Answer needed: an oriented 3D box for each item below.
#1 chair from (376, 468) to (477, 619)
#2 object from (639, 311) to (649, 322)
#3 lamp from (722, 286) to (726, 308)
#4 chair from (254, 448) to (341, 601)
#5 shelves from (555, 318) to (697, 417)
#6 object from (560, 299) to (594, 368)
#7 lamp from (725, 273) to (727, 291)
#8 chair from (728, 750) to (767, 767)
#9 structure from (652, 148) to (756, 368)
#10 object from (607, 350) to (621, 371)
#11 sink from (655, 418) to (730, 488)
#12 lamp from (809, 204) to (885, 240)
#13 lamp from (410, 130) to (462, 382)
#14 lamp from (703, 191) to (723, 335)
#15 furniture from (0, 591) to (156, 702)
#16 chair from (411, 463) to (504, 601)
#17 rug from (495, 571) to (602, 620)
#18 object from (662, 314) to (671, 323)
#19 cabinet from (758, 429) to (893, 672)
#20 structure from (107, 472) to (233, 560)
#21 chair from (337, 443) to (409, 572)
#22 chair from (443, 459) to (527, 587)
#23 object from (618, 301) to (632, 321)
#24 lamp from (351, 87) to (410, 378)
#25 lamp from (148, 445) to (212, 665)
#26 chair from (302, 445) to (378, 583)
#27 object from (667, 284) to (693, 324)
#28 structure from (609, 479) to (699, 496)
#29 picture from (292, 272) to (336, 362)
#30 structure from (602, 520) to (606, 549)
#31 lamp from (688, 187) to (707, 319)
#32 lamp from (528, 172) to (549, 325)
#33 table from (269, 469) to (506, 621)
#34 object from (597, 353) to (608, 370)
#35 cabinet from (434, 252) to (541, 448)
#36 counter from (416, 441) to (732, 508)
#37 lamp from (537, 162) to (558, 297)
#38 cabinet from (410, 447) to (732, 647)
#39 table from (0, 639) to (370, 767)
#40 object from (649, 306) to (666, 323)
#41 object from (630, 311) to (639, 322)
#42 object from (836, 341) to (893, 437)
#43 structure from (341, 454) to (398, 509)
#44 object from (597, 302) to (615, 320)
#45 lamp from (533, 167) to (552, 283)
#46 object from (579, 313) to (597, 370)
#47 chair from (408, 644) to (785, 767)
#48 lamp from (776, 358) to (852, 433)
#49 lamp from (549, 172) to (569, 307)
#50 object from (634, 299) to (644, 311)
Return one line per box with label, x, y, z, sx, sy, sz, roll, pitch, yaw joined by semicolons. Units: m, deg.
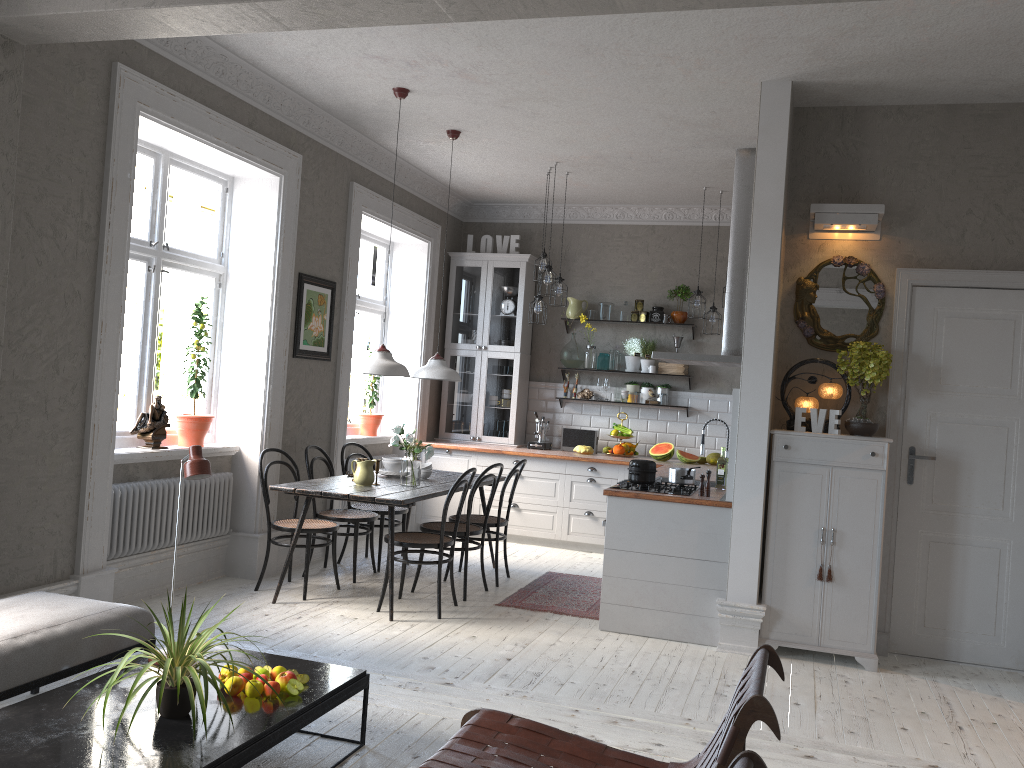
chair;-0.531;0.965;5.585;0.544;0.920;0.442;4;-1;15
object;1.286;-0.648;8.629;0.081;0.113;0.084;4;-1;27
lamp;2.004;-1.544;7.900;0.149;1.735;0.144;4;-1;-31
chair;-1.409;0.905;5.857;0.540;0.920;0.445;4;-1;25
shelves;1.112;-0.148;8.696;1.301;0.923;0.231;4;-1;16
object;0.596;-0.495;8.782;0.338;0.674;0.334;4;-1;-14
lamp;1.999;-1.674;7.727;0.148;1.735;0.145;4;-1;-11
chair;-0.029;1.076;1.697;1.005;0.721;0.513;4;0;17
structure;1.515;-0.947;6.656;0.704;1.596;0.720;4;-1;17
object;0.999;-0.230;8.669;0.122;0.206;0.127;4;-1;40
sink;1.274;0.586;6.260;0.522;0.720;0.491;4;0;17
lamp;2.005;-0.973;5.322;0.411;0.171;0.222;4;0;17
lamp;-0.499;-0.954;6.580;0.373;1.858;0.385;4;-1;25
lamp;1.824;-1.304;7.834;0.148;1.735;0.145;4;-1;-11
furniture;-1.854;1.074;3.273;0.576;0.476;0.837;4;0;18
chair;-0.366;0.980;6.099;0.540;0.920;0.445;4;-1;25
rug;0.426;1.487;6.311;0.727;0.014;1.304;4;0;18
object;1.492;-0.626;8.518;0.092;0.096;0.075;4;0;18
cabinet;1.811;0.936;5.169;0.658;1.297;0.388;4;-1;17
structure;-2.124;0.793;5.466;0.147;0.428;1.236;4;0;16
chair;-1.066;0.935;6.855;0.539;0.920;0.446;4;-1;30
chair;-0.196;0.994;6.559;0.544;0.920;0.442;4;-1;15
object;1.126;-0.711;8.788;0.142;0.220;0.138;4;-1;-23
lamp;-0.782;-0.979;5.721;0.387;1.858;0.371;4;-1;-35
lamp;-1.261;0.645;3.363;0.141;0.839;0.246;4;-1;-37
chair;-1.237;0.921;6.392;0.544;0.920;0.442;4;-1;15
object;1.634;-0.767;8.535;0.255;0.397;0.246;4;-1;42
structure;0.929;0.650;5.678;0.490;0.031;0.613;4;0;17
picture;-1.472;-0.490;6.641;0.019;0.619;0.527;4;0;18
structure;0.927;1.015;5.663;0.611;0.623;0.629;4;0;17
lamp;1.668;-1.439;7.742;0.150;1.735;0.143;4;-1;-41
lamp;0.276;-1.380;7.600;0.148;1.735;0.145;4;-1;-16
table;-0.792;1.044;6.237;0.894;0.735;1.942;4;0;18
object;0.909;-0.219;8.789;0.124;0.172;0.128;4;0;21
cabinet;-0.240;-0.332;8.948;0.869;1.921;0.392;4;-1;17
counter;0.325;0.651;7.219;3.125;0.039;3.430;4;0;17
lamp;0.344;-1.588;7.252;0.149;1.735;0.144;4;-1;-26
cabinet;0.771;1.094;7.232;2.022;0.854;4.123;4;0;-26
table;-1.171;1.218;2.938;0.839;0.303;1.325;4;0;18
object;1.420;-0.669;8.644;0.140;0.174;0.144;4;0;17
object;1.204;-0.654;8.657;0.082;0.113;0.084;4;0;17
object;2.055;0.026;5.144;0.347;0.553;0.291;4;-1;-39
structure;-1.324;0.863;7.902;0.147;0.428;1.236;4;0;16
object;0.926;-0.708;8.747;0.175;0.184;0.168;4;-1;-34
lamp;0.313;-1.719;7.432;0.146;1.735;0.147;4;-1;4
object;0.743;-0.417;8.691;0.190;0.540;0.282;4;0;10
chair;0.242;1.100;2.521;1.005;0.721;0.513;4;0;17
lamp;1.807;0.125;5.296;0.442;0.558;0.174;4;-1;24
lamp;0.451;-1.528;7.550;0.146;1.735;0.147;4;-1;4
object;1.241;-0.764;8.637;0.083;0.113;0.082;4;0;-3
